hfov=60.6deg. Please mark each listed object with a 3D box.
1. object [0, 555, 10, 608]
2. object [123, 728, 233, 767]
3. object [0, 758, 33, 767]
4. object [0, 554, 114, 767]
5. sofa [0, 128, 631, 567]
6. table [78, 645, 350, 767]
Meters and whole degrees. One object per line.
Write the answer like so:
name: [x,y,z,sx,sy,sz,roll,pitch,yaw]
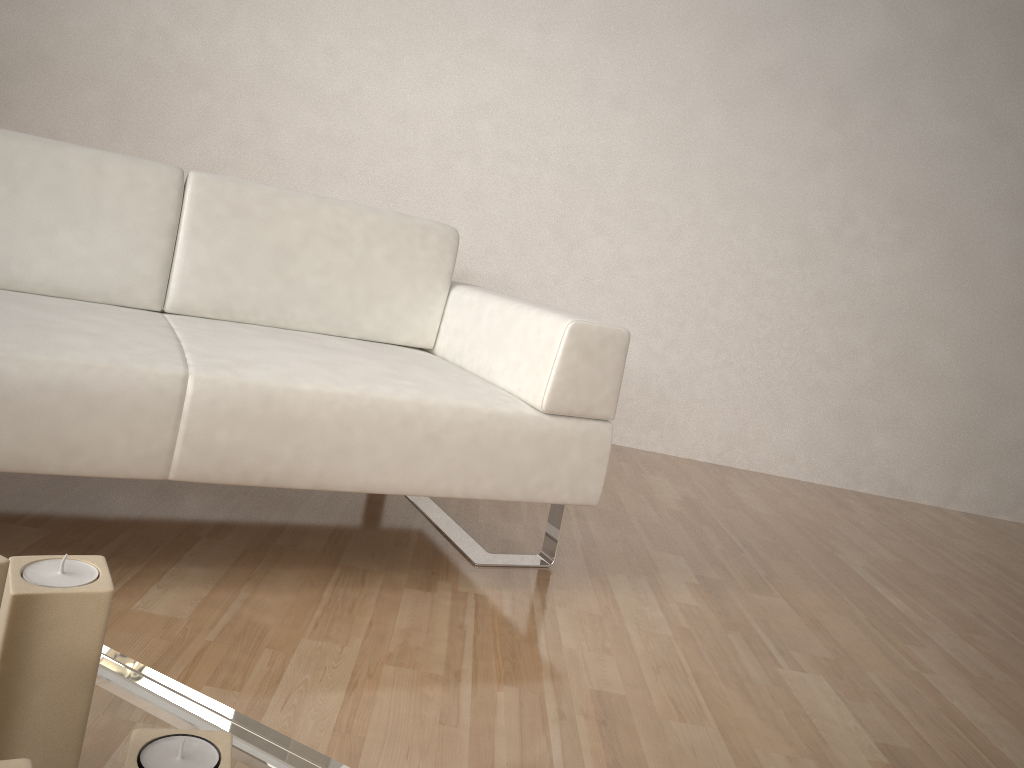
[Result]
object: [-0.369,0.186,0.525,0.068,0.196,0.066,11,0,23]
object: [-0.224,0.270,0.577,0.066,0.074,0.068,10,3,-17]
object: [-0.261,0.250,0.389,0.066,0.150,0.068,11,1,-32]
object: [-0.342,0.198,0.639,0.066,0.151,0.068,11,1,-32]
sofa: [-0.747,-0.107,1.892,1.762,0.738,0.923,8,6,-27]
table: [-0.492,0.397,0.472,0.804,0.248,0.698,14,8,23]
